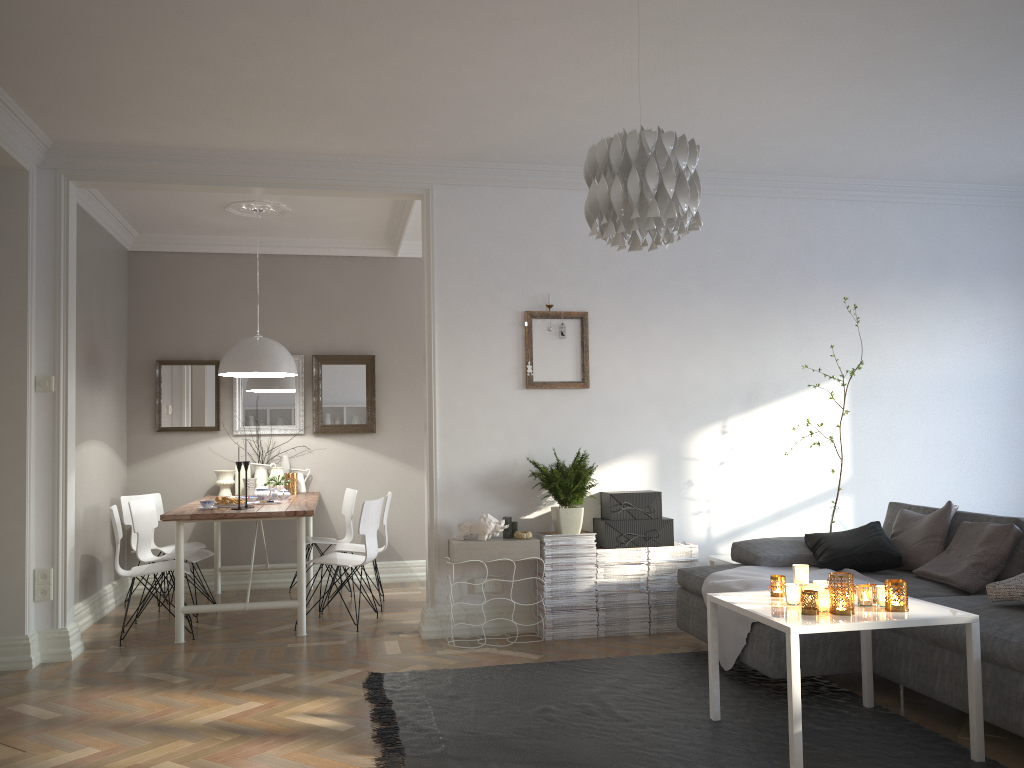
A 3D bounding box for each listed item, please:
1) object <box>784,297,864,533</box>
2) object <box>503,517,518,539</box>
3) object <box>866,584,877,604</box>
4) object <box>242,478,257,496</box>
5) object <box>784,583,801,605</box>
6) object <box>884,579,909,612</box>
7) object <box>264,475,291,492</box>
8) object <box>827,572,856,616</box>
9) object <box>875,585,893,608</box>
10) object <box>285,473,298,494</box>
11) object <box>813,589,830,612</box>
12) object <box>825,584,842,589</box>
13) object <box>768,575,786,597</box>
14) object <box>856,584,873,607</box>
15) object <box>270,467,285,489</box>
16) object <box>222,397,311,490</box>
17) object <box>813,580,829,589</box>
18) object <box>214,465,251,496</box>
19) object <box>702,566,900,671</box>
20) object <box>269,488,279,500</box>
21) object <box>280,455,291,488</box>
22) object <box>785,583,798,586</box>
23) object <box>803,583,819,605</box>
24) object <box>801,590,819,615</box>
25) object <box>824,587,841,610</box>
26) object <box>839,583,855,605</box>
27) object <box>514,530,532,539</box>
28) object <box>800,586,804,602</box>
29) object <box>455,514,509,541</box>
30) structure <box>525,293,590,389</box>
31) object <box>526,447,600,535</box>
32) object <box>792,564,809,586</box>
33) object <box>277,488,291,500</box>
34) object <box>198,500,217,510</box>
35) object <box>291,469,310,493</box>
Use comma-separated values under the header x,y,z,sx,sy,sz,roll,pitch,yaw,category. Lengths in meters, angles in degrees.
x,y,z,sx,sy,sz,roll,pitch,yaw,category
1.858,0.285,5.240,0.340,1.673,0.776,-3,-4,38,object
-0.014,0.821,5.128,0.062,0.134,0.123,-3,-4,30,object
1.360,0.792,3.355,0.047,0.068,0.054,-3,-4,39,object
-2.017,0.792,6.825,0.094,0.132,0.097,2,-4,-45,object
1.060,0.794,3.346,0.060,0.073,0.060,1,-4,-31,object
1.387,0.763,3.199,0.080,0.104,0.080,0,-3,-21,object
-1.769,0.764,6.699,0.169,0.162,0.178,-3,-4,29,object
1.172,0.747,3.158,0.090,0.139,0.087,2,-4,-41,object
1.374,0.784,3.271,0.060,0.073,0.060,-4,-4,41,object
-1.715,0.774,6.887,0.095,0.163,0.095,-3,-3,29,object
1.118,0.784,3.205,0.060,0.073,0.060,0,-3,-22,object
1.200,0.789,3.312,0.060,0.073,0.060,-3,-4,35,object
1.057,0.802,3.520,0.060,0.079,0.060,0,-3,-17,object
1.311,0.786,3.294,0.060,0.073,0.060,-2,-3,14,object
-1.829,0.754,6.904,0.114,0.209,0.113,0,-3,-11,object
-1.898,0.470,6.905,0.698,0.780,0.352,1,-3,-29,object
1.189,0.795,3.409,0.060,0.073,0.060,-2,-3,14,object
-2.169,0.749,6.878,0.173,0.228,0.310,-3,-4,32,object
1.354,1.136,4.262,0.725,0.437,0.812,0,-3,-13,object
-1.682,0.772,6.242,0.086,0.086,0.072,-4,-4,44,object
-1.800,0.716,7.035,0.091,0.300,0.091,-3,-3,32,object
1.059,0.791,3.347,0.056,0.066,0.056,-4,-4,41,object
1.125,0.792,3.335,0.060,0.073,0.060,1,-4,-31,object
1.063,0.779,3.161,0.060,0.079,0.060,0,-3,-21,object
1.173,0.785,3.240,0.060,0.073,0.060,0,-3,-22,object
1.262,0.790,3.337,0.060,0.073,0.060,-2,-3,14,object
0.066,0.860,5.058,0.104,0.046,0.099,-3,-4,35,object
1.112,0.804,3.412,0.052,0.058,0.050,2,-4,-42,object
-0.169,0.811,5.035,0.311,0.150,0.137,-2,-3,19,object
0.273,-0.260,5.364,0.398,0.574,0.053,0,-3,-14,structure
0.311,0.627,5.155,0.438,0.526,0.368,0,-3,-11,object
1.089,0.720,3.343,0.060,0.073,0.060,-1,-3,5,object
-1.593,0.767,6.196,0.090,0.086,0.090,-3,-4,33,object
-1.852,0.737,5.414,0.137,0.056,0.116,-2,-4,19,object
-1.686,0.767,7.033,0.115,0.194,0.136,-2,-3,19,object
